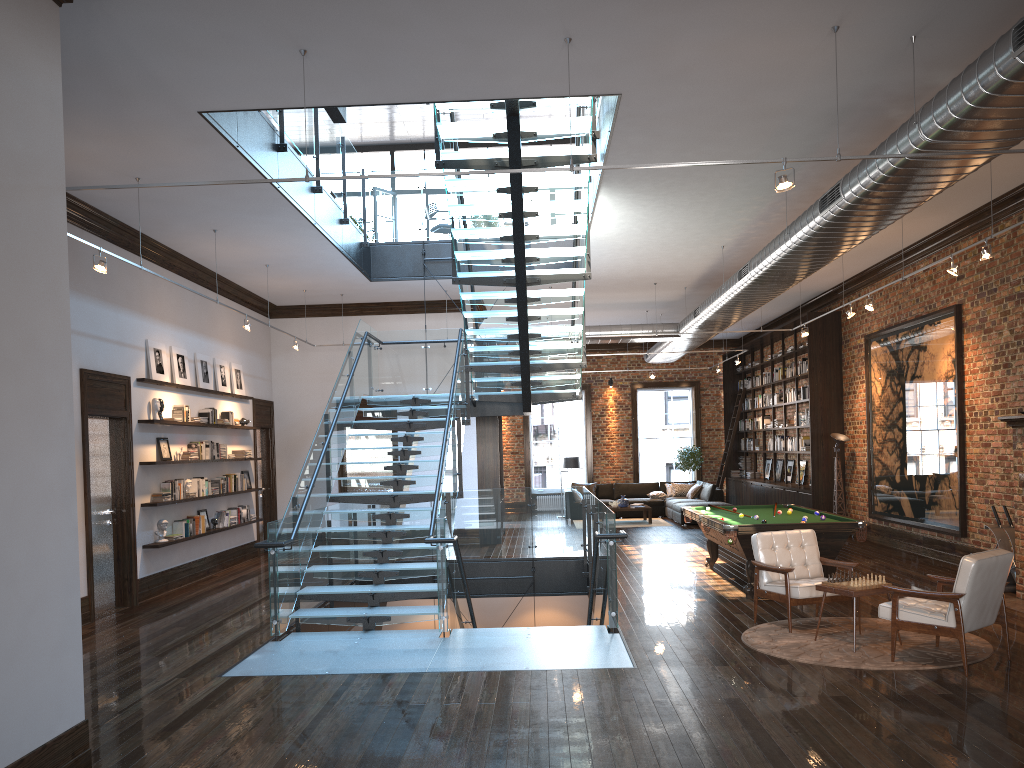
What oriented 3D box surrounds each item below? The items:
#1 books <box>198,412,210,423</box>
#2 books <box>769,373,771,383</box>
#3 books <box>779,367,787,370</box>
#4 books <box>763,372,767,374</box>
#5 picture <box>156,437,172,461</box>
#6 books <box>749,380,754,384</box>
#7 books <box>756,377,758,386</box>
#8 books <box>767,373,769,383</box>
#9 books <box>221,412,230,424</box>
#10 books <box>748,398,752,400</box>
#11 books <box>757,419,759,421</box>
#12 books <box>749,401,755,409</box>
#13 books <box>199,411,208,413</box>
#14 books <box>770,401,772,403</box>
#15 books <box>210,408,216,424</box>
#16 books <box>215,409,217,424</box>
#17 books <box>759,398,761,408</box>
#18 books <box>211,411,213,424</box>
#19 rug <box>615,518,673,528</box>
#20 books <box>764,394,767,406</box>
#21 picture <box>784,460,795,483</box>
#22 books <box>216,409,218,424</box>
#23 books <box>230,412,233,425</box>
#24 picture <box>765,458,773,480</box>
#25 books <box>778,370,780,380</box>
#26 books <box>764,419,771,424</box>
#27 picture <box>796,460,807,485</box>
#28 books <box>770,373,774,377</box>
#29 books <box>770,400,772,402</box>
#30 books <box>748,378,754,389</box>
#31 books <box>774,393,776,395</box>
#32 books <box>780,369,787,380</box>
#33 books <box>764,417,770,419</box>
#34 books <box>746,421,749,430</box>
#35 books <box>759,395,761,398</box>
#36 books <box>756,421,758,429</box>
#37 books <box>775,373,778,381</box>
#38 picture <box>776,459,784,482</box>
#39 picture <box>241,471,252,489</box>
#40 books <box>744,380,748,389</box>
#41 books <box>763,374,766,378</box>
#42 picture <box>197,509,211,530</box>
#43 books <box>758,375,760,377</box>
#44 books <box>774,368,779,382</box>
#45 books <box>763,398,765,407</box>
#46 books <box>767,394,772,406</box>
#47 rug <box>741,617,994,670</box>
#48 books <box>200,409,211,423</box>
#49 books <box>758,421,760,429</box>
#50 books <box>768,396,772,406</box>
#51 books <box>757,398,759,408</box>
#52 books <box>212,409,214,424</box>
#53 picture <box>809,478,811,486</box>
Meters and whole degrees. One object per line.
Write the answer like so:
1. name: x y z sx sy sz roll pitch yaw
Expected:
1. books: -4.352 0.482 12.547 0.167 0.161 0.037 -2 0 2
2. books: 5.930 -0.126 20.117 0.168 0.248 0.072 -2 0 2
3. books: 5.903 -0.212 19.278 0.181 0.298 0.009 -2 1 2
4. books: 5.955 -0.118 20.705 0.166 0.315 0.016 -2 1 2
5. picture: -4.435 0.833 11.318 0.077 0.300 0.300 -2 -2 2
6. books: 5.989 0.023 22.014 0.181 0.220 0.014 -2 1 2
7. books: 5.970 -0.043 21.325 0.178 0.254 0.036 -2 1 2
8. books: 5.928 -0.119 20.258 0.185 0.253 0.030 -2 1 2
9. books: -4.339 0.526 13.423 0.135 0.200 0.011 -2 1 2
10. books: 6.004 0.510 22.246 0.184 0.293 0.006 -2 1 2
11. books: 5.998 0.963 21.346 0.177 0.264 0.041 -2 1 2
12. books: 5.994 0.536 22.006 0.185 0.210 0.069 -2 0 2
13. books: -4.368 0.473 12.572 0.126 0.184 0.042 -2 0 2
14. books: 5.947 0.402 20.044 0.159 0.024 0.335 -2 -4 6
15. books: -4.354 0.466 12.766 0.162 0.226 0.011 -2 1 2
16. books: -4.346 0.470 12.782 0.167 0.219 0.021 -2 1 2
17. books: 5.971 0.451 21.072 0.181 0.242 0.036 -2 1 2
18. books: -4.343 0.479 12.628 0.166 0.180 0.028 -2 1 2
19. rug: 2.393 3.067 19.563 2.021 0.003 2.118 -2 -4 2
20. books: 5.955 0.381 20.599 0.183 0.314 0.013 -2 1 2
21. picture: 6.020 1.890 19.234 0.112 0.498 0.508 -2 -2 2
22. books: -4.352 0.478 12.849 0.163 0.214 0.023 -2 1 2
23. books: -4.331 0.527 13.493 0.161 0.208 0.012 -2 1 2
24. picture: 6.077 2.021 21.058 0.112 0.498 0.508 -2 -2 2
25. books: 5.884 -0.184 19.253 0.191 0.239 0.008 -2 1 2
26. books: 5.993 0.940 20.809 0.147 0.232 0.036 -2 1 2
27. picture: 5.993 1.828 18.362 0.112 0.498 0.508 -2 -2 2
28. books: 5.931 -0.129 20.082 0.143 0.250 0.078 -2 0 2
29. books: 5.949 0.377 20.043 0.161 0.025 0.298 -2 -4 -2
30. books: 5.975 -0.002 22.074 0.190 0.280 0.017 -2 1 2
31. books: 5.921 0.339 19.794 0.190 0.284 0.013 -2 1 2
32. books: 5.891 -0.200 19.130 0.191 0.255 0.061 -2 0 2
33. books: 5.976 0.916 20.861 0.189 0.287 0.013 -2 1 2
34. books: 6.003 1.050 22.282 0.231 0.225 0.024 -2 1 2
35. books: 5.969 0.416 21.096 0.171 0.315 0.014 -2 1 2
36. books: 5.973 0.991 21.303 0.236 0.202 0.046 -2 0 2
37. books: 5.891 -0.148 19.497 0.193 0.202 0.027 -2 1 2
38. picture: 6.046 1.951 20.077 0.112 0.498 0.508 -2 -2 2
39. picture: -4.323 1.562 14.451 0.077 0.300 0.300 -2 -2 2
40. books: 5.966 0.028 22.288 0.235 0.252 0.028 -2 1 2
41. books: 5.935 -0.103 20.575 0.192 0.267 0.016 -2 1 2
42. picture: -4.366 1.931 12.576 0.077 0.300 0.300 -2 -2 2
43. books: 5.978 -0.065 21.241 0.159 0.285 0.014 -2 1 2
44. books: 5.908 -0.197 19.673 0.186 0.329 0.069 -2 1 2
45. books: 5.954 0.430 20.666 0.191 0.226 0.025 -2 1 2
46. books: 5.952 0.373 20.402 0.175 0.303 0.067 -2 1 2
47. rug: 2.960 2.170 7.514 1.970 0.015 1.974 -2 -4 3
48. books: -4.353 0.463 12.603 0.156 0.208 0.022 -2 1 2
49. books: 5.998 0.983 21.246 0.186 0.208 0.017 -2 1 2
50. books: 5.936 0.387 20.232 0.191 0.249 0.024 -2 1 2
51. books: 5.971 0.457 21.249 0.174 0.256 0.027 -2 1 2
52. books: -4.354 0.465 12.692 0.155 0.217 0.011 -2 1 2
53. picture: 5.964 1.759 17.410 0.112 0.498 0.508 -2 -2 2
